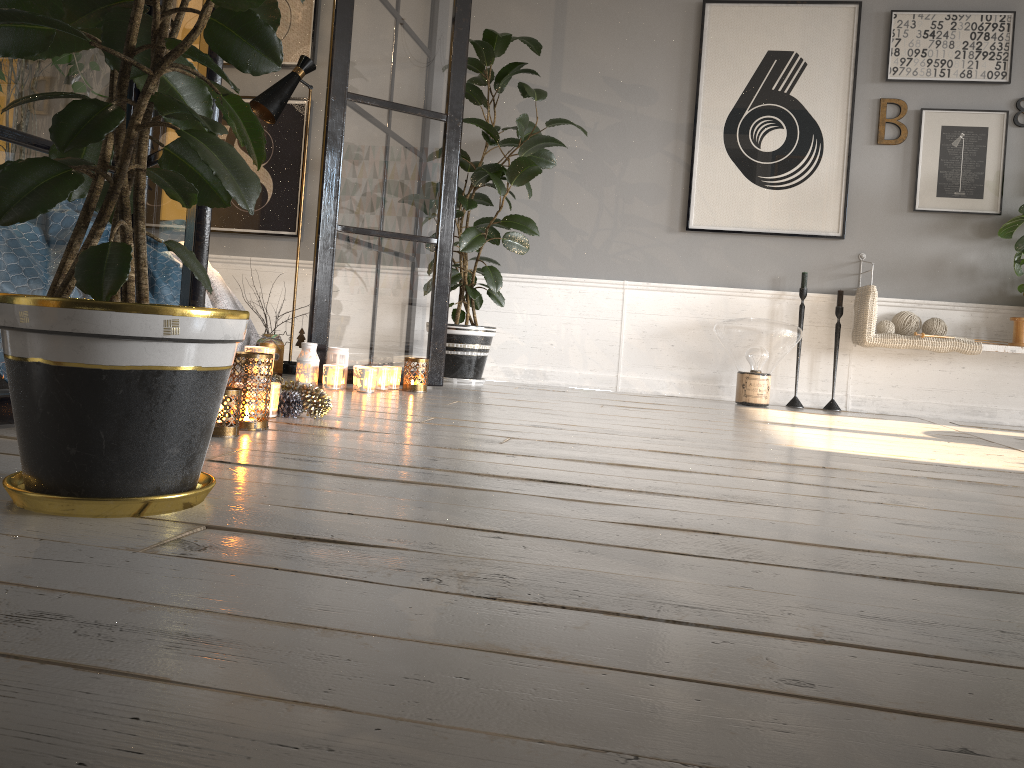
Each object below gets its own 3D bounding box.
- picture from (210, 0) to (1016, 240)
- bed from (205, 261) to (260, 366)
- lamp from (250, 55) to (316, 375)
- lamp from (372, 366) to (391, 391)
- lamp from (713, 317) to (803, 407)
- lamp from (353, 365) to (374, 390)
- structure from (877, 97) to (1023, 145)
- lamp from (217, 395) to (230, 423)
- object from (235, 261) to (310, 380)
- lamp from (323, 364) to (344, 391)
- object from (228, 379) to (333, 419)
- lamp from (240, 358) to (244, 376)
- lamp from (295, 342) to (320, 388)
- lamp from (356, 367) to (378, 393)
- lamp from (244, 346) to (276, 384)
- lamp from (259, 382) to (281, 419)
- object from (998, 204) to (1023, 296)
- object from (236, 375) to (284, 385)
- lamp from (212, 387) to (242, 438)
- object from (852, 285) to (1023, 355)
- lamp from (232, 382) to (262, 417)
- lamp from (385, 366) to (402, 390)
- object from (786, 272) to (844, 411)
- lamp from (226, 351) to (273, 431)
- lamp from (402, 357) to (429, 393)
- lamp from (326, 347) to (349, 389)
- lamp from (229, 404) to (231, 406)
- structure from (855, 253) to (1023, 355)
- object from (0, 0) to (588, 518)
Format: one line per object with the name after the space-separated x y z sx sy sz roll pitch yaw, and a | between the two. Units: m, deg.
0.847 -1.438 2.725 7.298 1.794 4.042 5 3 10 | picture
-2.333 -0.477 3.334 2.324 0.769 1.899 5 3 11 | bed
-1.074 -0.815 4.210 0.232 1.525 0.402 4 0 40 | lamp
-0.544 -0.022 3.647 0.080 0.098 0.081 3 2 -39 | lamp
1.217 -0.111 4.430 0.433 0.437 0.432 5 2 32 | lamp
-0.605 -0.023 3.584 0.080 0.098 0.081 3 2 -39 | lamp
2.263 -1.341 4.519 0.740 0.263 0.024 5 0 10 | structure
-0.725 0.061 2.139 0.080 0.098 0.081 3 2 -39 | lamp
-1.000 -0.272 3.757 0.436 0.522 0.279 3 1 -39 | object
-0.709 -0.025 3.495 0.080 0.098 0.081 4 1 -26 | lamp
-0.866 0.023 2.545 0.717 0.118 0.192 4 3 -1 | object
-1.052 -0.069 3.590 0.096 0.131 0.109 4 1 -20 | lamp
-0.820 -0.075 3.551 0.092 0.180 0.092 5 1 31 | lamp
-0.576 -0.015 3.499 0.080 0.098 0.081 3 2 -39 | lamp
-0.684 -0.051 2.393 0.080 0.098 0.081 3 2 -39 | lamp
-0.682 0.045 2.438 0.080 0.098 0.081 3 2 -39 | lamp
2.640 -0.642 4.198 0.510 0.963 0.546 4 1 -5 | object
-1.069 -0.023 3.497 0.325 0.053 0.088 3 3 -26 | object
-0.675 0.065 2.062 0.084 0.110 0.084 4 1 -14 | lamp
2.114 -0.304 4.352 0.785 0.307 0.329 5 2 11 | object
-0.705 0.049 2.349 0.080 0.098 0.081 3 2 -39 | lamp
-0.508 -0.025 3.730 0.080 0.098 0.081 3 2 -39 | lamp
1.563 -0.223 4.514 0.279 0.701 0.091 4 0 3 | object
-0.660 0.016 2.213 0.115 0.187 0.115 4 1 9 | lamp
-0.407 -0.039 3.741 0.107 0.141 0.108 4 1 -26 | lamp
-0.710 -0.065 3.596 0.092 0.166 0.089 4 1 -24 | lamp
-0.794 0.047 2.427 0.069 0.080 0.069 5 1 18 | lamp
3.118 -0.312 4.197 2.778 0.486 0.308 5 1 10 | structure
-0.389 -0.813 2.937 1.012 1.792 3.899 4 3 10 | object
